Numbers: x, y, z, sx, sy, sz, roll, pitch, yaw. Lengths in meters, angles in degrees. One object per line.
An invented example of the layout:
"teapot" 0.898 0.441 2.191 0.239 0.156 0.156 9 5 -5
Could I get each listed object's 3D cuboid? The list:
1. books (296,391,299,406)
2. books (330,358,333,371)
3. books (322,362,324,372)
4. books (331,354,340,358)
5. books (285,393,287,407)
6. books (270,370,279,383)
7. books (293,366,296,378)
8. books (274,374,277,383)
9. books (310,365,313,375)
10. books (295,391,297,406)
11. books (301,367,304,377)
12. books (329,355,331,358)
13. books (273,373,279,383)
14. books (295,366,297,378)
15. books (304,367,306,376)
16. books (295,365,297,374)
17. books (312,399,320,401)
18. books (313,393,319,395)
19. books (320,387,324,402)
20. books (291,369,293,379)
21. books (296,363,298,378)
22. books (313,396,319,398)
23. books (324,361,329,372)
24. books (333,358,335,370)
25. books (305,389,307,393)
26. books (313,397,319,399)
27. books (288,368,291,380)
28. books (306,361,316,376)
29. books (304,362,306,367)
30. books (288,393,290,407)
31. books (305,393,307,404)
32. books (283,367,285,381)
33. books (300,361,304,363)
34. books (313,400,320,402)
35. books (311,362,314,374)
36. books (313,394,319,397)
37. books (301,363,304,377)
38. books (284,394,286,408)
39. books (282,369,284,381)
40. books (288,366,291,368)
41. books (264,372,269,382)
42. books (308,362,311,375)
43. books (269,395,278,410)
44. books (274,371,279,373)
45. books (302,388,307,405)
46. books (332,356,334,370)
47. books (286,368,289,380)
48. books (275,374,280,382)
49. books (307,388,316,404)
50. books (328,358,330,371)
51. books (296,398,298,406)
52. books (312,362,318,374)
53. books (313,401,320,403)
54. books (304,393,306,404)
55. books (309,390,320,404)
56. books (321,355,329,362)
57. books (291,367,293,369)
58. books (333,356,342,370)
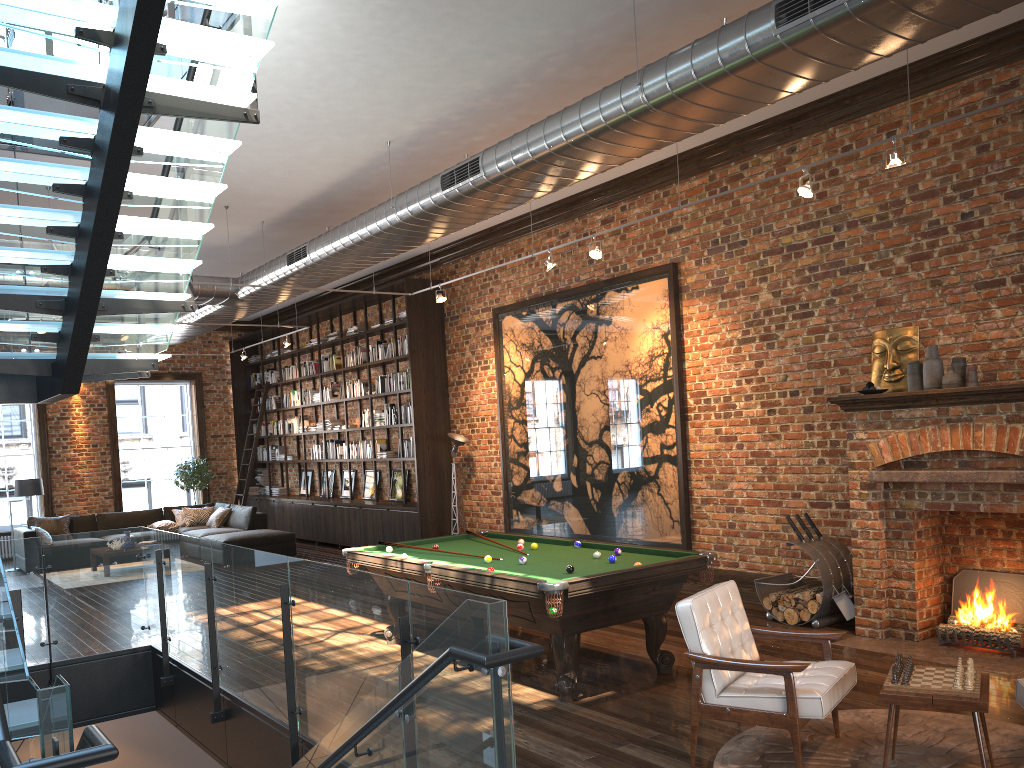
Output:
"books" -3.953 0.273 16.652 0.178 0.286 0.087 -3 1 -36
"books" -3.044 -0.337 15.328 0.191 0.240 0.008 -3 1 -36
"books" -3.270 -0.291 15.668 0.172 0.211 0.057 -3 1 -36
"books" -3.046 -0.364 15.359 0.180 0.299 0.009 -3 1 -36
"books" -4.293 0.322 17.127 0.173 0.283 0.113 -3 1 -36
"books" -4.703 -0.134 17.612 0.190 0.280 0.017 -3 1 -36
"books" -4.052 -0.212 16.745 0.160 0.265 0.011 -3 1 -36
"books" -4.605 -0.101 17.521 0.170 0.195 0.084 -3 1 -36
"books" -3.587 -0.240 16.108 0.166 0.195 0.030 -3 1 -36
"books" -4.013 0.278 16.746 0.155 0.294 0.026 -4 2 -36
"books" -3.783 -0.218 16.348 0.186 0.200 0.030 -3 1 -36
"books" -3.126 -0.358 15.488 0.137 0.309 0.014 -4 2 -36
"books" -4.648 -0.108 17.553 0.173 0.214 0.025 -3 1 -36
"books" -3.966 -0.218 16.622 0.183 0.252 0.015 -3 1 -36
"books" -3.739 -0.215 16.308 0.176 0.185 0.035 -3 1 -36
"books" -4.001 -0.219 16.703 0.151 0.268 0.032 -4 1 -36
"books" -3.454 0.284 15.996 0.159 0.012 0.334 -1 -4 -39
"books" -3.452 0.181 15.996 0.159 0.024 0.332 -1 -4 -36
"books" -3.328 0.189 15.778 0.189 0.284 0.013 -3 1 -36
"books" -4.086 -0.181 16.769 0.178 0.208 0.033 -3 1 -36
"books" -3.957 -0.243 16.612 0.150 0.299 0.012 -4 2 -36
"books" -3.457 0.230 15.992 0.160 0.025 0.299 -1 -4 -40
"books" -3.188 -0.299 15.525 0.192 0.202 0.027 -3 1 -36
"books" -2.994 -0.340 15.271 0.170 0.234 0.017 -3 1 -36
"books" -3.748 0.246 16.411 0.146 0.291 0.026 -4 2 -36
"books" -3.458 0.254 15.991 0.159 0.024 0.335 -1 -4 -32
"books" -4.188 -0.181 16.928 0.156 0.238 0.033 -3 1 -36
"books" -3.658 -0.278 16.192 0.175 0.289 0.030 -3 1 -36
"books" -3.751 -0.263 16.330 0.159 0.286 0.014 -4 2 -36
"books" -4.219 0.310 17.035 0.173 0.286 0.091 -3 1 -36
"books" -3.724 0.275 16.354 0.160 0.223 0.025 -3 1 -36
"books" -4.324 -0.181 17.114 0.183 0.275 0.013 -3 1 -36
"books" -3.880 -0.260 16.518 0.165 0.316 0.016 -4 2 -36
"books" -3.455 0.309 15.995 0.160 0.012 0.299 -1 -4 -32
"books" -3.538 -0.272 16.038 0.167 0.248 0.072 -3 1 -36
"books" -3.455 0.205 15.994 0.159 0.024 0.333 -1 -4 -34
"books" -3.815 -0.246 16.403 0.191 0.267 0.016 -3 1 -36
"books" -4.327 0.329 17.177 0.173 0.280 0.128 -3 1 -36
"books" -4.361 -0.164 17.166 0.155 0.249 0.032 -3 1 -36
"books" -4.191 -0.203 16.956 0.159 0.286 0.014 -4 2 -36
"books" -4.841 -0.104 17.775 0.234 0.252 0.028 -3 1 -36
"books" -3.626 -0.264 16.148 0.185 0.253 0.030 -3 1 -36
"books" -4.766 0.378 17.766 0.183 0.293 0.006 -3 1 -36
"books" -4.656 -0.125 17.590 0.129 0.253 0.015 -4 2 -36
"books" -3.794 0.238 16.435 0.183 0.314 0.013 -3 1 -36
"books" -3.028 -0.348 15.331 0.165 0.260 0.007 -3 1 -36
"books" -4.247 -0.181 17.017 0.177 0.255 0.036 -3 1 -36
"books" -4.588 -0.105 17.513 0.136 0.202 0.086 -3 1 -36
"books" -3.676 0.228 16.277 0.174 0.303 0.067 -4 1 -36
"books" -3.117 -0.327 15.466 0.160 0.244 0.032 -3 1 -36
"books" -3.982 0.332 16.727 0.159 0.181 0.040 -3 1 -36
"books" -3.516 -0.276 16.012 0.143 0.251 0.078 -4 1 -36
"books" -3.451 0.321 15.998 0.159 0.012 0.334 -1 -4 -34
"books" -3.744 0.280 16.375 0.182 0.218 0.034 -3 1 -36
"books" -3.583 0.241 16.133 0.191 0.249 0.024 -3 1 -36
"books" -3.285 -0.347 15.674 0.185 0.329 0.069 -4 1 -36
"books" -4.091 -0.200 16.795 0.173 0.250 0.014 -3 1 -36
"books" -2.964 -0.354 15.234 0.190 0.255 0.062 -3 1 -36
